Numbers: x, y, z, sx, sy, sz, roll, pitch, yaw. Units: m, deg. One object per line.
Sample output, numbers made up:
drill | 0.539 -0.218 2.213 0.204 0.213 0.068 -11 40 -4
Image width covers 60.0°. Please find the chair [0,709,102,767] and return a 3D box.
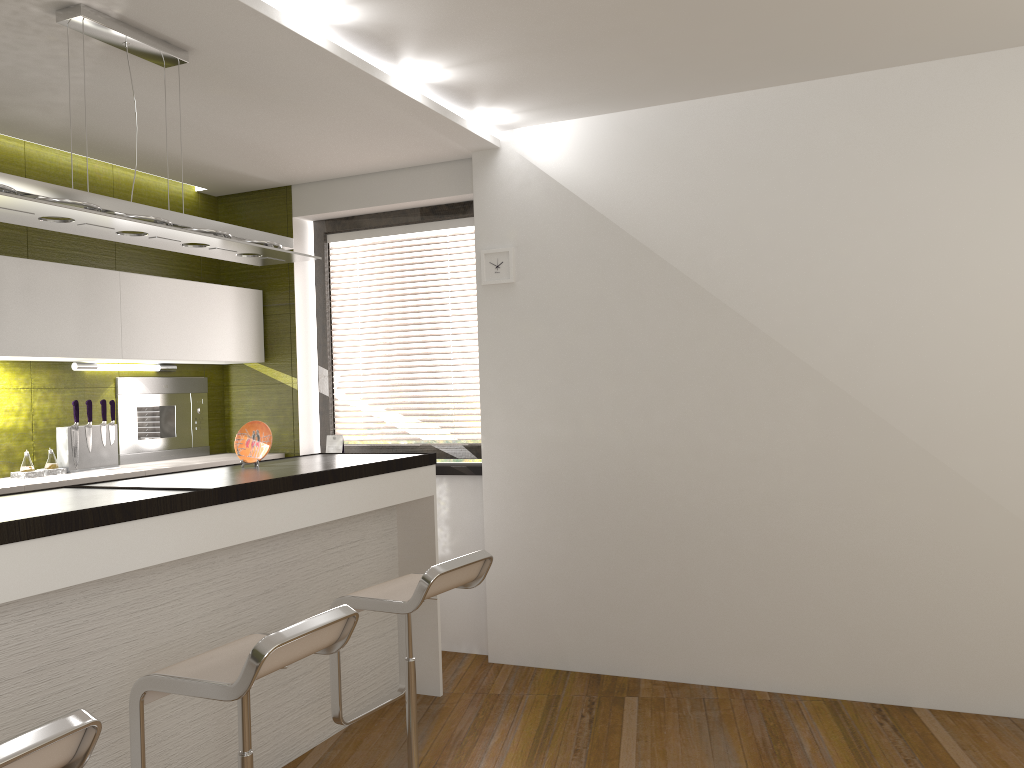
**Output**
chair | -1.023 1.033 1.548 0.460 0.857 0.418 -2 0 19

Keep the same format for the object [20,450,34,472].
object | -2.242 0.365 4.100 0.059 0.121 0.059 -2 0 -20

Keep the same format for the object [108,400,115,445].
object | -2.033 0.196 4.504 0.013 0.231 0.040 -2 0 24

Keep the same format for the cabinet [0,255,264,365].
cabinet | -2.376 0.476 3.819 0.724 2.089 3.471 -2 0 24

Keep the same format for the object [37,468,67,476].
object | -2.196 0.419 4.231 0.107 0.032 0.107 -2 0 36

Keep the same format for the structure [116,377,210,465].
structure | -1.957 0.198 5.018 0.015 0.469 0.663 -2 0 24

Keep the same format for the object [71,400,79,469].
object | -2.120 0.247 4.304 0.013 0.339 0.046 -2 0 24

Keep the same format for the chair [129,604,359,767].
chair | -0.680 1.027 2.322 0.460 0.857 0.418 -2 0 24

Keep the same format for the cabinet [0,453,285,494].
cabinet | -2.139 0.972 4.009 0.465 1.086 2.940 -2 0 24

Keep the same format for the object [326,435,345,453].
object | -1.029 0.383 5.160 0.106 0.169 0.057 -2 0 18

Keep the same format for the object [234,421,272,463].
object | -1.092 0.244 3.744 0.184 0.178 0.055 -2 0 20

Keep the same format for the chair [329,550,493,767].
chair | -0.337 1.021 3.097 0.460 0.857 0.418 -2 0 29

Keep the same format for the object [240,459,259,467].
object | -1.090 0.282 3.742 0.088 0.131 0.072 -2 0 19

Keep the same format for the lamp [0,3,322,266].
lamp | -1.292 -0.846 2.992 0.326 0.683 1.677 -2 0 24

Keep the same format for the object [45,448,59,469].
object | -2.197 0.364 4.231 0.059 0.121 0.059 -2 0 -9

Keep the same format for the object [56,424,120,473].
object | -2.111 0.321 4.417 0.107 0.227 0.293 -2 0 24

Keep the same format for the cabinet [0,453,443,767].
cabinet | -1.237 0.911 2.942 0.663 1.134 2.947 -2 0 24

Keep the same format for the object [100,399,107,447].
object | -2.053 0.198 4.458 0.013 0.243 0.036 -2 0 24

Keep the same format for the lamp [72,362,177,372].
lamp | -2.053 -0.089 4.740 0.095 0.041 0.716 -2 0 24

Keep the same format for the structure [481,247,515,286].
structure | -0.073 -0.605 4.572 0.180 0.180 0.026 -2 0 24

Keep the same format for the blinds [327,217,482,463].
blinds | -2.144 -2.729 9.059 16.000 12.704 9.030 -2 0 -27

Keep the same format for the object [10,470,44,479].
object | -2.241 0.419 4.099 0.107 0.032 0.107 -2 0 24

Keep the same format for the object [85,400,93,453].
object | -2.089 0.209 4.376 0.013 0.264 0.042 -2 0 24
